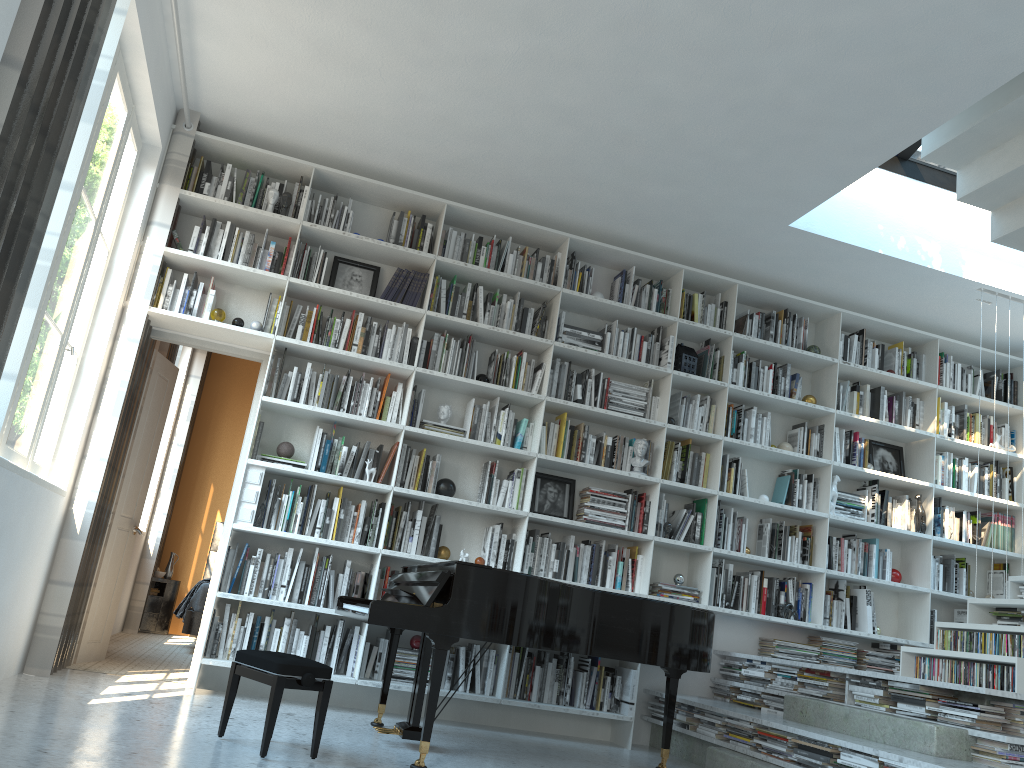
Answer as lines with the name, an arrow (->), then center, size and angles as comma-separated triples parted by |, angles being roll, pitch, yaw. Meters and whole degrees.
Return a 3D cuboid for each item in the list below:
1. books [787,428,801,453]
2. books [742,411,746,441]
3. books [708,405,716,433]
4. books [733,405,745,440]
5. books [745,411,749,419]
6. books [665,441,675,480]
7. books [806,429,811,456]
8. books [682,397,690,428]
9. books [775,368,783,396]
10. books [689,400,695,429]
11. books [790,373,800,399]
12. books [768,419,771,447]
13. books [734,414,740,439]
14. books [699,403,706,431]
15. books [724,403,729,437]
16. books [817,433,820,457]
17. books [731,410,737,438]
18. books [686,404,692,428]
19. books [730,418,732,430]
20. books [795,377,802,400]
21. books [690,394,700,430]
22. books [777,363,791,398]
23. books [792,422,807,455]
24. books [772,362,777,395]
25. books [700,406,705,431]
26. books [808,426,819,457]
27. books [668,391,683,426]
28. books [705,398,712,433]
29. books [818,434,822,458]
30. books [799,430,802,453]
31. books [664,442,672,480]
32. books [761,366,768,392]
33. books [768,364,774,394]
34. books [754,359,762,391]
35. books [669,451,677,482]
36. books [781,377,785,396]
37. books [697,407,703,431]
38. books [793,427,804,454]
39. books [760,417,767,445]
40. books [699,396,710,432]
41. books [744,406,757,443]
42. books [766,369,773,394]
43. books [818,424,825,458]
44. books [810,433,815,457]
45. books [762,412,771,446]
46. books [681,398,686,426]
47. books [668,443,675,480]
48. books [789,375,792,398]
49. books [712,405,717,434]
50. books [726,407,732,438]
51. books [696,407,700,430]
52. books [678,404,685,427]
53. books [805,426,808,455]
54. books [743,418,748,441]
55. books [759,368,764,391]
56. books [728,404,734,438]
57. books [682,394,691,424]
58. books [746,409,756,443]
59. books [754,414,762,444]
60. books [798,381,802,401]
books -> 1.985, 0.431, 6.267 | 0.015, 0.219, 0.140 | 13, -15, -14
books -> 1.557, 0.319, 6.137 | 0.022, 0.237, 0.164 | 13, -15, -14
books -> 1.326, 0.269, 6.068 | 0.028, 0.229, 0.177 | 13, -15, -14
books -> 1.545, 0.294, 6.132 | 0.014, 0.279, 0.178 | 13, -15, -14
books -> 1.594, 0.322, 6.164 | 0.011, 0.256, 0.131 | 13, -15, -14
books -> 1.025, 0.535, 5.929 | 0.035, 0.292, 0.145 | 13, -15, -14
books -> 2.058, 0.443, 6.281 | 0.016, 0.227, 0.160 | 13, -15, -14
books -> 1.149, 0.225, 6.047 | 0.028, 0.249, 0.165 | 13, -15, -14
books -> 1.848, 0.023, 6.290 | 0.030, 0.237, 0.186 | 13, -15, -14
books -> 1.188, 0.239, 6.050 | 0.023, 0.235, 0.179 | 13, -15, -14
books -> 1.971, 0.051, 6.316 | 0.054, 0.235, 0.172 | 13, -15, -14
books -> 1.766, 0.365, 6.212 | 0.034, 0.253, 0.161 | 13, -15, -14
books -> 1.516, 0.324, 6.138 | 0.026, 0.215, 0.161 | 13, -15, -14
books -> 1.274, 0.260, 6.072 | 0.024, 0.233, 0.150 | 13, -15, -14
books -> 1.441, 0.278, 6.131 | 0.014, 0.277, 0.154 | 13, -15, -14
books -> 2.114, 0.462, 6.275 | 0.013, 0.204, 0.174 | 13, -15, -14
books -> 1.499, 0.310, 6.134 | 0.013, 0.235, 0.158 | 13, -15, -14
books -> 1.170, 0.251, 6.048 | 0.023, 0.206, 0.171 | 13, -15, -14
books -> 1.465, 0.331, 6.122 | 0.021, 0.178, 0.137 | 13, -15, -14
books -> 1.989, 0.067, 6.327 | 0.048, 0.216, 0.182 | 13, -15, -14
books -> 1.213, 0.219, 6.039 | 0.028, 0.274, 0.187 | 13, -15, -14
books -> 1.908, 0.011, 6.302 | 0.029, 0.284, 0.183 | 13, -15, -14
books -> 2.024, 0.412, 6.263 | 0.015, 0.267, 0.164 | 13, -15, -14
books -> 1.826, 0.000, 6.308 | 0.012, 0.284, 0.160 | 13, -15, -14
books -> 1.257, 0.265, 6.058 | 0.029, 0.210, 0.158 | 13, -15, -14
books -> 2.104, 0.434, 6.279 | 0.016, 0.256, 0.176 | 13, -15, -14
books -> 1.103, 0.198, 6.045 | 0.019, 0.284, 0.160 | 13, -15, -14
books -> 1.309, 0.246, 6.085 | 0.025, 0.276, 0.173 | 13, -15, -14
books -> 2.136, 0.467, 6.285 | 0.012, 0.205, 0.169 | 13, -15, -14
books -> 1.995, 0.440, 6.264 | 0.005, 0.204, 0.154 | 13, -15, -14
books -> 1.008, 0.536, 5.940 | 0.035, 0.292, 0.145 | 13, -15, -14
books -> 1.751, 0.003, 6.270 | 0.023, 0.236, 0.149 | 13, -15, -14
books -> 1.799, 0.001, 6.286 | 0.012, 0.264, 0.156 | 13, -15, -14
books -> 1.710, -0.026, 6.278 | 0.013, 0.283, 0.155 | 13, -15, -14
books -> 1.049, 0.572, 5.935 | 0.015, 0.231, 0.180 | 13, -15, -14
books -> 1.870, 0.057, 6.294 | 0.027, 0.181, 0.176 | 13, -15, -14
books -> 1.236, 0.268, 6.051 | 0.027, 0.196, 0.185 | 13, -15, -14
books -> 2.006, 0.428, 6.267 | 0.012, 0.231, 0.154 | 13, -15, -14
books -> 1.710, 0.359, 6.183 | 0.021, 0.231, 0.183 | 13, -15, -14
books -> 1.295, 0.235, 6.086 | 0.028, 0.292, 0.154 | 13, -15, -14
books -> 1.643, 0.315, 6.182 | 0.027, 0.294, 0.160 | 13, -15, -14
books -> 1.773, 0.018, 6.258 | 0.021, 0.208, 0.181 | 13, -15, -14
books -> 2.152, 0.434, 6.290 | 0.005, 0.277, 0.183 | 13, -15, -14
books -> 2.084, 0.459, 6.278 | 0.013, 0.201, 0.174 | 13, -15, -14
books -> 1.738, 0.342, 6.183 | 0.024, 0.271, 0.170 | 13, -15, -14
books -> 1.130, 0.226, 6.047 | 0.024, 0.242, 0.159 | 13, -15, -14
books -> 1.033, 0.541, 5.946 | 0.035, 0.292, 0.145 | 13, -15, -14
books -> 1.927, 0.055, 6.314 | 0.030, 0.212, 0.157 | 13, -15, -14
books -> 1.340, 0.273, 6.088 | 0.026, 0.237, 0.173 | 13, -15, -14
books -> 1.457, 0.292, 6.115 | 0.014, 0.247, 0.177 | 13, -15, -14
books -> 1.219, 0.264, 6.044 | 0.024, 0.194, 0.173 | 13, -15, -14
books -> 1.114, 0.244, 6.016 | 0.028, 0.185, 0.181 | 13, -15, -14
books -> 2.034, 0.429, 6.275 | 0.016, 0.243, 0.152 | 13, -15, -14
books -> 1.574, 0.347, 6.146 | 0.025, 0.193, 0.171 | 13, -15, -14
books -> 1.723, 0.010, 6.272 | 0.025, 0.216, 0.144 | 13, -15, -14
books -> 1.485, 0.289, 6.155 | 0.014, 0.283, 0.135 | 13, -15, -14
books -> 1.164, 0.216, 6.055 | 0.019, 0.274, 0.146 | 13, -15, -14
books -> 1.621, 0.319, 6.147 | 0.030, 0.262, 0.182 | 13, -15, -14
books -> 1.668, 0.341, 6.168 | 0.025, 0.244, 0.183 | 13, -15, -14
books -> 2.020, 0.072, 6.354 | 0.026, 0.228, 0.141 | 13, -15, -14
